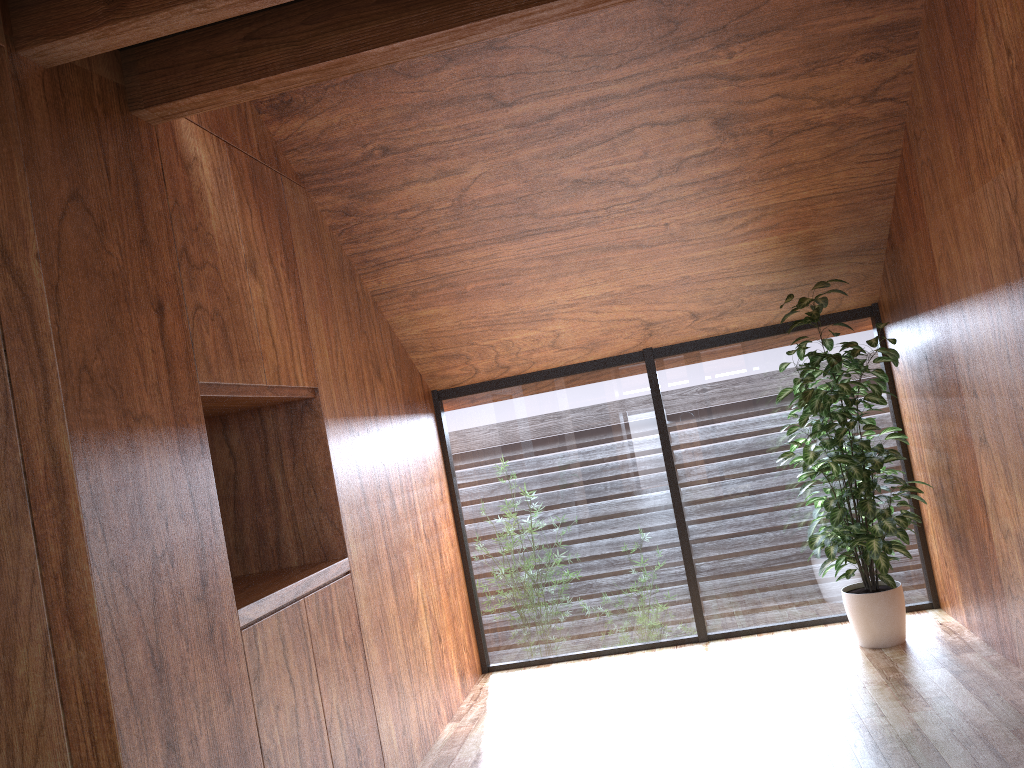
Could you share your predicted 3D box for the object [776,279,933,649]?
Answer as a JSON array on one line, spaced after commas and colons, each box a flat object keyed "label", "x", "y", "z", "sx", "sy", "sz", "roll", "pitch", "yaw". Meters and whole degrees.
[{"label": "object", "x": 1.556, "y": 0.352, "z": 4.085, "sx": 0.635, "sy": 1.689, "sz": 0.681, "roll": -11, "pitch": -3, "yaw": 17}]
